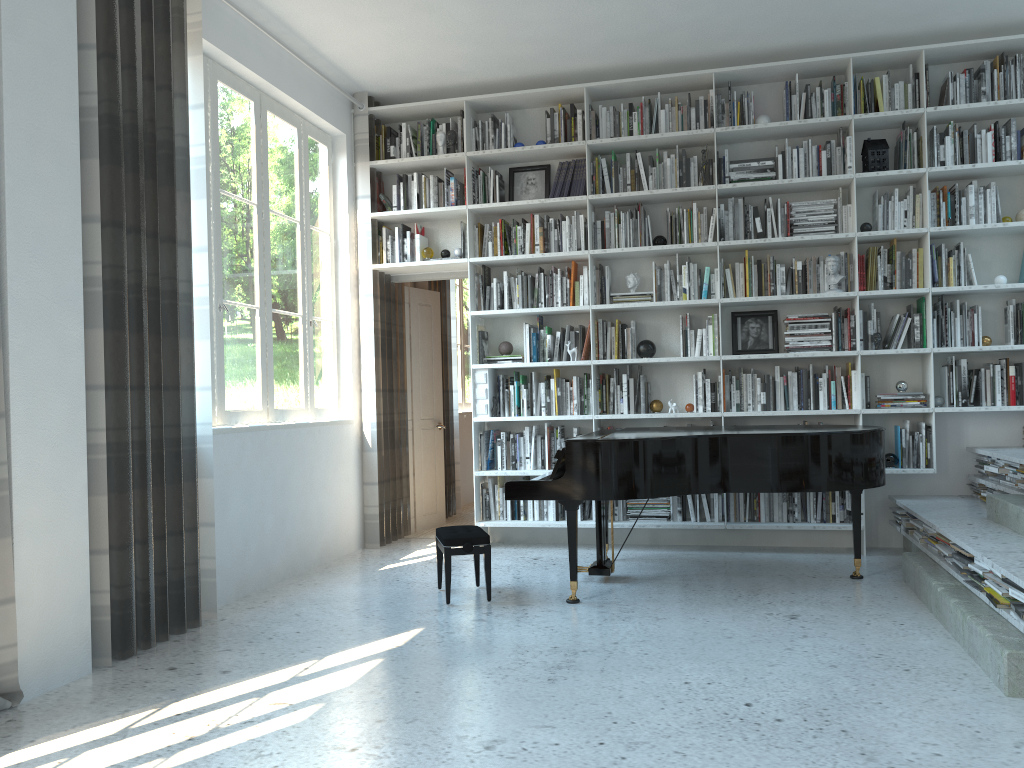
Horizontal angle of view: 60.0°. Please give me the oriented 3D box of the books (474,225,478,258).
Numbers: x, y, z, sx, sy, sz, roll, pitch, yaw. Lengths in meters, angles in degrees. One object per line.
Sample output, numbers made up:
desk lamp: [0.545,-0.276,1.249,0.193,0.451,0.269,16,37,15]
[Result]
books: [-0.238,-0.993,6.331,0.012,0.254,0.161,-2,-1,14]

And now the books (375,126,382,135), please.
books: [-0.989,-1.731,6.506,0.012,0.307,0.180,-2,-1,14]

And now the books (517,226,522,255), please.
books: [0.074,-0.985,6.238,0.031,0.217,0.173,-2,-1,14]

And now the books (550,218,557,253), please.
books: [0.295,-1.013,6.199,0.029,0.260,0.157,-2,-1,14]

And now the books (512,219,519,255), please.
books: [0.030,-1.013,6.261,0.012,0.277,0.150,-2,0,14]

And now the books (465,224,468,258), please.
books: [-0.302,-0.999,6.356,0.044,0.269,0.134,-2,0,14]

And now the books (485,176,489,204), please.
books: [-0.155,-1.345,6.285,0.018,0.218,0.186,-2,-1,14]

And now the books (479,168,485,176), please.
books: [-0.209,-1.379,6.318,0.006,0.289,0.144,-2,0,14]

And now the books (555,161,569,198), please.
books: [0.359,-1.389,6.169,0.110,0.279,0.174,-2,-1,14]

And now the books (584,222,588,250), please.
books: [0.533,-0.992,6.096,0.039,0.202,0.236,-2,-1,14]

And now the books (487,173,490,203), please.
books: [-0.142,-1.358,6.293,0.019,0.244,0.153,-2,-1,14]

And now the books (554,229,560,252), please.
books: [0.320,-0.976,6.191,0.022,0.186,0.136,-2,-1,14]

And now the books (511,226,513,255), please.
books: [0.020,-0.989,6.268,0.012,0.230,0.149,-2,-1,14]

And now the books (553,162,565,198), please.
books: [0.341,-1.388,6.192,0.110,0.279,0.174,-2,-1,14]

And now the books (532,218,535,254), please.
books: [0.170,-1.015,6.207,0.023,0.271,0.187,-2,-1,14]

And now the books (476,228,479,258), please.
books: [-0.224,-0.983,6.319,0.022,0.232,0.151,-2,-1,14]

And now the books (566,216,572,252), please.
books: [0.404,-1.018,6.152,0.022,0.263,0.174,-2,-1,14]

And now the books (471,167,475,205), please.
books: [-0.257,-1.379,6.314,0.005,0.292,0.184,-2,-1,14]

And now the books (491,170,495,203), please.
books: [-0.120,-1.366,6.276,0.023,0.258,0.183,-2,-1,14]

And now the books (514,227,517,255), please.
books: [0.041,-0.984,6.246,0.014,0.218,0.164,-2,-1,14]

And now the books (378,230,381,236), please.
books: [-0.957,-0.981,6.481,0.011,0.272,0.188,-2,-1,14]

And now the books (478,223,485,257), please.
books: [-0.210,-0.999,6.306,0.012,0.263,0.180,-2,-1,14]

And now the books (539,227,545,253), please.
books: [0.224,-0.979,6.185,0.029,0.195,0.192,-2,-1,14]

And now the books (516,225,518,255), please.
books: [0.055,-0.990,6.249,0.011,0.229,0.170,-2,-1,14]

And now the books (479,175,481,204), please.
books: [-0.205,-1.349,6.301,0.009,0.228,0.184,-2,-1,14]

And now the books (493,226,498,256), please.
books: [-0.092,-0.986,6.282,0.030,0.230,0.172,-2,-1,14]

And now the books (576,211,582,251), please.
books: [0.474,-1.033,6.139,0.022,0.289,0.169,-2,-1,14]

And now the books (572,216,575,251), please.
books: [0.445,-1.020,6.164,0.024,0.266,0.155,-2,-1,14]

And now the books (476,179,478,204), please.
books: [-0.228,-1.336,6.321,0.015,0.207,0.172,-2,-1,14]

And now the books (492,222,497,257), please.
books: [-0.111,-1.002,6.291,0.010,0.263,0.151,-2,-1,14]

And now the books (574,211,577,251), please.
books: [0.455,-1.033,6.132,0.012,0.291,0.182,-2,-1,14]

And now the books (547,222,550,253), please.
books: [0.272,-0.998,6.190,0.013,0.232,0.171,-2,-1,14]

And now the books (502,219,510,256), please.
books: [-0.042,-1.011,6.261,0.011,0.277,0.164,-2,-1,14]

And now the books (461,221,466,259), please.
books: [-0.335,-1.006,6.343,0.012,0.285,0.159,-2,-1,14]

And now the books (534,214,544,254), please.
books: [0.195,-1.023,6.196,0.030,0.286,0.185,-2,-1,14]

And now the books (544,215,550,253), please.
books: [0.256,-1.024,6.205,0.025,0.286,0.161,-2,-1,14]

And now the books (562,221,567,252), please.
books: [0.379,-1.001,6.158,0.030,0.230,0.172,-2,-1,14]

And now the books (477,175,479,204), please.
books: [-0.219,-1.353,6.319,0.005,0.238,0.154,-2,-1,14]

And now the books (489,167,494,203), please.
books: [-0.131,-1.377,6.288,0.005,0.281,0.190,-2,-1,14]

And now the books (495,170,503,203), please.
books: [-0.090,-1.365,6.277,0.012,0.254,0.166,-2,-1,14]

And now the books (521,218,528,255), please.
books: [0.096,-1.013,6.237,0.014,0.272,0.180,-2,-1,14]

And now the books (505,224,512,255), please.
books: [-0.010,-0.998,6.270,0.047,0.249,0.134,-2,0,14]

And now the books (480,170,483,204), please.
books: [-0.192,-1.365,6.302,0.009,0.260,0.184,-2,-1,14]

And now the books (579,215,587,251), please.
books: [0.502,-1.021,6.130,0.035,0.264,0.177,-2,-1,14]

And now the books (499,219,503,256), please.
books: [-0.055,-1.012,6.275,0.020,0.281,0.164,-2,-1,14]

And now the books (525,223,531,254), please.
books: [0.127,-0.997,6.234,0.047,0.238,0.162,-2,-1,14]

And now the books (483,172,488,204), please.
books: [-0.179,-1.359,6.286,0.004,0.246,0.189,-2,-1,14]

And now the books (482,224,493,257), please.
books: [-0.170,-0.997,6.313,0.062,0.258,0.153,-2,-1,14]

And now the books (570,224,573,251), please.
books: [0.425,-0.990,6.160,0.013,0.206,0.172,-2,-1,14]

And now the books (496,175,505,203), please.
books: [-0.080,-1.345,6.266,0.012,0.214,0.185,-2,-1,14]

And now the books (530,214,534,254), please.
books: [0.157,-1.030,6.230,0.014,0.304,0.151,-2,0,14]

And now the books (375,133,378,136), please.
books: [-0.973,-1.699,6.515,0.011,0.241,0.151,-2,-1,14]

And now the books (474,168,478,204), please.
books: [-0.241,-1.376,6.320,0.006,0.287,0.148,-2,0,14]

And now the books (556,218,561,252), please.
books: [0.341,-1.014,6.191,0.035,0.260,0.131,-2,0,14]

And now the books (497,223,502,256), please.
books: [-0.071,-0.998,6.275,0.014,0.252,0.187,-2,-1,14]

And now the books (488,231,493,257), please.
books: [-0.132,-0.968,6.279,0.026,0.195,0.175,-2,-1,14]

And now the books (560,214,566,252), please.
books: [0.359,-1.025,6.168,0.012,0.281,0.188,-2,-1,14]

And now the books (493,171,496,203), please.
books: [-0.101,-1.363,6.281,0.011,0.250,0.168,-2,-1,14]

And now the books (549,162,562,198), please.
books: [0.317,-1.388,6.189,0.110,0.279,0.174,-2,-1,14]
